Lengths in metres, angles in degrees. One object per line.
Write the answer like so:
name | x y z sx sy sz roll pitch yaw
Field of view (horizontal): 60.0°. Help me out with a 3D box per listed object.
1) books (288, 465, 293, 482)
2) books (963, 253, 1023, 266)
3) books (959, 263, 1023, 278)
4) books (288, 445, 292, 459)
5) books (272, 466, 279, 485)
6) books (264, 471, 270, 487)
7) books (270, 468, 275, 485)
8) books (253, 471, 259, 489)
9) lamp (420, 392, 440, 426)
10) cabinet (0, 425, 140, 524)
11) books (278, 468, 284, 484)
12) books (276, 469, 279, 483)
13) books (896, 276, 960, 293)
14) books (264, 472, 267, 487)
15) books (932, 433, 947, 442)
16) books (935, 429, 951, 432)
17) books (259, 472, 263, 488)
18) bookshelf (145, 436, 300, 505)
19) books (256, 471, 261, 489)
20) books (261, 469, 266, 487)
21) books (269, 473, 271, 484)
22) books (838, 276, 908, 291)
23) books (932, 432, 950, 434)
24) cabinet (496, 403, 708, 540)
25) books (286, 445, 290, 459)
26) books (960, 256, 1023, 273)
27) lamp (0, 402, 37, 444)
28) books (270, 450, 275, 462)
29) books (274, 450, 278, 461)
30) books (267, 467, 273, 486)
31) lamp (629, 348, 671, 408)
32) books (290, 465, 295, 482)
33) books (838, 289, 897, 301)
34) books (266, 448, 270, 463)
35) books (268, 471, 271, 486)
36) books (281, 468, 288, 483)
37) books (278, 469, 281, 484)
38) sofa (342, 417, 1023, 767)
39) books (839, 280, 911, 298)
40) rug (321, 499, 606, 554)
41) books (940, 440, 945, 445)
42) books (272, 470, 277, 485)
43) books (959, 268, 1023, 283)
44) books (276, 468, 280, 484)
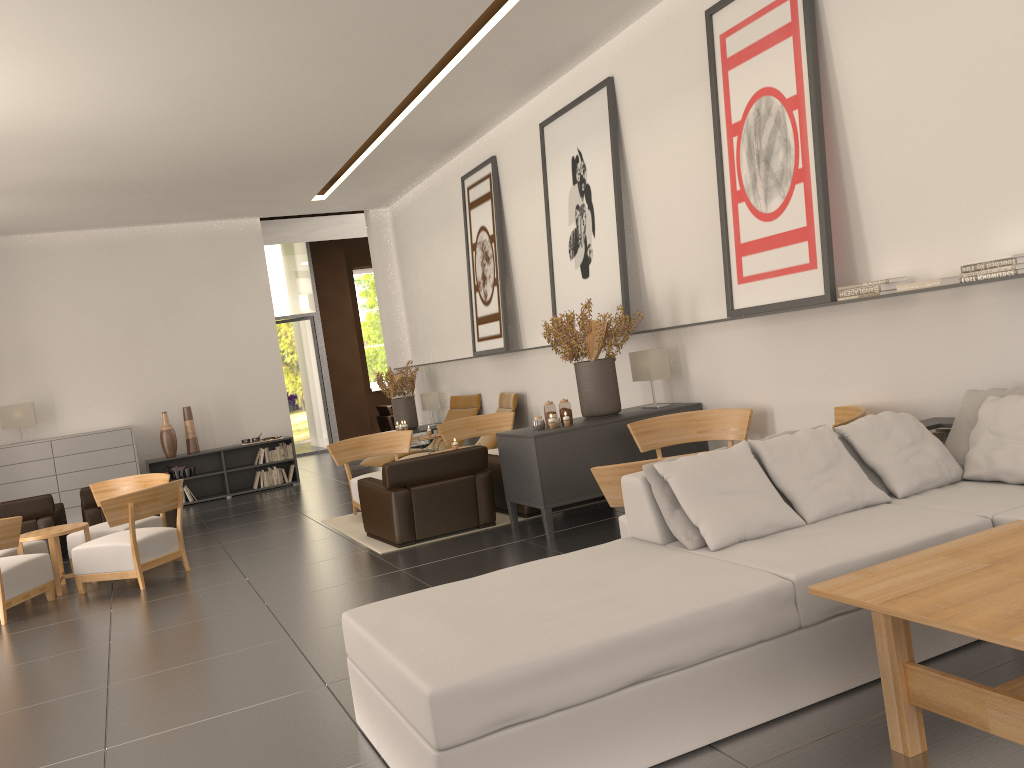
books | -5.012 2.025 20.036 0.154 0.360 0.249 -9 1 -24
books | 3.851 -0.989 7.029 0.256 0.023 0.434 -9 2 -24
books | 3.899 -0.912 7.041 0.350 0.038 0.525 -9 2 -19
books | -5.025 1.527 20.033 0.048 0.305 0.226 -9 1 -24
books | -5.310 2.050 19.905 0.042 0.404 0.245 -9 1 -24
books | -5.482 2.118 19.819 0.057 0.327 0.257 -9 1 -24
books | -5.388 2.076 19.882 0.042 0.377 0.221 -9 1 -24
books | -5.694 2.138 19.728 0.154 0.360 0.249 -9 1 -24
lamp | -1.828 0.573 20.085 0.257 0.756 0.514 -9 1 -24
cabinet | -9.389 2.049 18.399 3.083 1.876 1.039 -9 1 -24
books | -5.216 2.063 19.973 0.057 0.346 0.197 -9 1 -24
books | -5.275 2.076 19.908 0.014 0.342 0.266 -9 1 -24
books | 3.611 -0.866 7.697 0.301 0.064 0.406 -10 2 -34
books | -5.517 2.126 19.806 0.018 0.321 0.251 -9 1 -24
books | 3.759 0.548 7.776 0.039 0.234 0.133 -9 1 -24
books | 3.833 0.525 7.829 0.028 0.254 0.167 -9 1 -24
books | -5.593 2.129 19.765 0.071 0.344 0.265 -9 1 -24
bookshelf | -6.370 1.958 19.603 3.083 1.079 0.739 -9 2 -24
books | -5.668 2.128 19.739 0.156 0.371 0.251 -9 1 -24
books | -5.549 2.104 19.795 0.042 0.377 0.248 -9 1 -24
books | -5.438 2.114 19.855 0.018 0.318 0.226 -9 1 -24
books | 3.353 -0.932 8.256 0.300 0.040 0.525 -10 3 -34
books | 3.806 0.541 7.823 0.028 0.231 0.179 -9 1 -24
cabinet | 1.193 1.046 11.337 2.403 1.239 1.119 -9 2 -24
books | -5.062 1.530 20.005 0.039 0.312 0.245 -9 1 -24
books | 3.858 -0.951 7.014 0.284 0.053 0.484 -9 2 -24
lamp | -10.175 0.819 18.310 0.619 0.796 0.309 -9 1 -24
books | -5.372 1.612 19.907 0.055 0.249 0.167 -9 1 -24
books | -5.323 1.604 19.930 0.055 0.249 0.167 -9 1 -24
books | -5.422 2.067 19.862 0.031 0.406 0.231 -9 1 -24
lamp | 1.831 -0.070 11.658 0.257 0.757 0.514 -9 1 -24
books | -4.986 2.015 20.046 0.156 0.371 0.251 -9 1 -24
books | 3.367 -0.834 8.267 0.377 0.032 0.504 -9 2 -24
books | -5.476 1.589 19.852 0.055 0.328 0.187 -9 1 -24
books | -5.447 2.112 19.830 0.016 0.327 0.265 -9 2 -24
books | -5.133 2.062 19.987 0.106 0.325 0.238 -9 1 -24
books | -5.237 2.070 19.924 0.020 0.342 0.267 -9 1 -24
sofa | 2.514 1.118 4.308 5.531 1.204 5.600 -9 2 -24
books | 3.376 -0.884 8.260 0.391 0.063 0.497 -9 2 -24
rug | -0.545 1.851 13.439 4.005 0.010 3.555 -9 2 -24
books | 3.730 0.582 7.754 0.039 0.177 0.119 -9 1 -24
books | -5.342 2.090 19.887 0.042 0.335 0.248 -9 1 -24
books | 3.876 -0.869 7.028 0.317 0.040 0.503 -9 2 -24
books | -5.258 2.066 19.916 0.023 0.356 0.266 -9 1 -24
